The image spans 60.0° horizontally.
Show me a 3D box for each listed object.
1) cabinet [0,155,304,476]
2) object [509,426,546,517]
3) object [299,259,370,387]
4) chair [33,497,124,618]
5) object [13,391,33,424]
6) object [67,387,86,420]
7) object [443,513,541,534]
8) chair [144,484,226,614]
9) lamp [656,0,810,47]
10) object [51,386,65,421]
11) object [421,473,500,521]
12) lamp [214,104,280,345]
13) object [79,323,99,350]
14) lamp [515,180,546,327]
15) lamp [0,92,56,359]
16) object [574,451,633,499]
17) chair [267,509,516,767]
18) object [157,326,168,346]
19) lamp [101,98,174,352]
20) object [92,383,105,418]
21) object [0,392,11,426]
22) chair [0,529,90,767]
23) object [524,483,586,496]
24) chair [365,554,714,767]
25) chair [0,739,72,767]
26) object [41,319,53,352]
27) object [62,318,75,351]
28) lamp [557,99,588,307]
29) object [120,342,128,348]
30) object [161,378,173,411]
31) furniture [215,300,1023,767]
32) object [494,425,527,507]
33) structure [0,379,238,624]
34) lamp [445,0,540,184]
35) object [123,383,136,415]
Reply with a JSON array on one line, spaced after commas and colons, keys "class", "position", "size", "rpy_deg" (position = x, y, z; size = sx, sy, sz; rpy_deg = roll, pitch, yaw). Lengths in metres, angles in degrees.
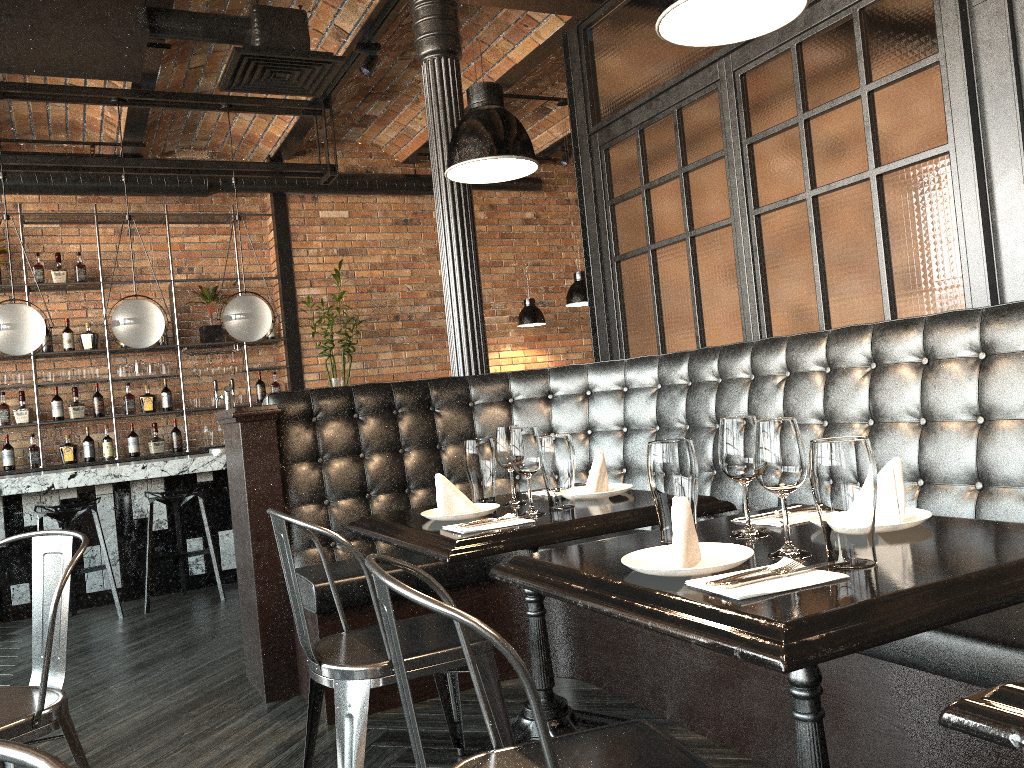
[{"class": "cabinet", "position": [-5.115, -0.133, 6.772], "size": [7.075, 3.779, 0.564], "rpy_deg": [-5, -1, -26]}, {"class": "object", "position": [0.043, 0.242, 2.460], "size": [0.092, 0.244, 0.092], "rpy_deg": [-5, -1, -43]}, {"class": "object", "position": [-1.557, -0.311, 7.962], "size": [0.584, 1.546, 0.673], "rpy_deg": [-6, -1, 12]}, {"class": "chair", "position": [-2.673, 1.070, 5.388], "size": [0.475, 0.737, 0.414], "rpy_deg": [-5, -1, -31]}, {"class": "object", "position": [-4.032, 0.196, 7.313], "size": [0.123, 0.279, 0.123], "rpy_deg": [-5, -1, -13]}, {"class": "object", "position": [-3.680, 0.164, 7.488], "size": [0.123, 0.279, 0.123], "rpy_deg": [-5, -1, -38]}, {"class": "object", "position": [-0.045, 0.363, 2.351], "size": [0.255, 0.019, 0.157], "rpy_deg": [-5, -1, -26]}, {"class": "chair", "position": [-2.120, 1.019, 5.663], "size": [0.475, 0.737, 0.414], "rpy_deg": [-5, -1, -21]}, {"class": "lamp", "position": [0.345, -1.534, 1.735], "size": [0.291, 1.653, 0.291], "rpy_deg": [-6, -1, 19]}, {"class": "object", "position": [-3.816, 0.166, 7.445], "size": [0.086, 0.298, 0.086], "rpy_deg": [-6, -1, 22]}, {"class": "object", "position": [-0.154, 0.322, 2.588], "size": [0.232, 0.139, 0.232], "rpy_deg": [-6, -1, 22]}, {"class": "lamp", "position": [-1.979, -1.154, 6.424], "size": [0.340, 1.754, 0.340], "rpy_deg": [-6, -1, 20]}, {"class": "object", "position": [-3.610, -0.399, 7.573], "size": [0.151, 0.248, 0.094], "rpy_deg": [-6, -1, 2]}, {"class": "lamp", "position": [0.113, -1.399, 8.734], "size": [0.291, 1.653, 0.291], "rpy_deg": [-6, -1, 39]}, {"class": "lamp", "position": [-3.286, -1.035, 5.773], "size": [0.340, 1.754, 0.340], "rpy_deg": [-6, -1, 20]}, {"class": "object", "position": [0.258, 0.285, 2.777], "size": [0.232, 0.139, 0.232], "rpy_deg": [-6, -1, 22]}, {"class": "chair", "position": [-0.336, 0.732, 2.424], "size": [0.558, 0.857, 0.504], "rpy_deg": [-5, -1, -26]}, {"class": "object", "position": [-3.096, -0.472, 7.836], "size": [0.086, 0.297, 0.086], "rpy_deg": [-6, -1, 22]}, {"class": "lamp", "position": [-2.633, -1.095, 6.098], "size": [0.340, 1.754, 0.340], "rpy_deg": [-6, -1, 20]}, {"class": "object", "position": [-3.537, 0.141, 7.579], "size": [0.086, 0.299, 0.086], "rpy_deg": [-6, -1, 22]}, {"class": "object", "position": [-4.161, 0.206, 7.264], "size": [0.083, 0.282, 0.083], "rpy_deg": [-5, -1, -26]}, {"class": "chair", "position": [-1.310, 0.823, 2.122], "size": [0.504, 0.857, 0.558], "rpy_deg": [-6, -1, 29]}, {"class": "object", "position": [0.152, 0.353, 2.976], "size": [0.255, 0.019, 0.157], "rpy_deg": [-5, -1, -31]}, {"class": "chair", "position": [0.088, 0.674, 1.429], "size": [0.558, 0.857, 0.504], "rpy_deg": [-5, -1, -16]}, {"class": "chair", "position": [-0.517, 0.719, 0.467], "size": [0.504, 0.857, 0.558], "rpy_deg": [-6, -1, 14]}, {"class": "object", "position": [-3.904, -0.399, 7.433], "size": [0.086, 0.299, 0.086], "rpy_deg": [-6, -1, 22]}, {"class": "object", "position": [-3.770, -0.411, 7.531], "size": [0.086, 0.298, 0.086], "rpy_deg": [-6, -1, 22]}, {"class": "lamp", "position": [0.494, -1.462, 7.142], "size": [0.291, 1.653, 0.291], "rpy_deg": [-6, -1, 19]}, {"class": "object", "position": [-3.363, -0.447, 7.706], "size": [0.086, 0.299, 0.086], "rpy_deg": [-6, -1, 22]}, {"class": "object", "position": [-3.051, 0.098, 7.833], "size": [0.086, 0.298, 0.086], "rpy_deg": [-6, -1, 22]}, {"class": "furniture", "position": [0.845, 0.429, 1.841], "size": [1.979, 1.212, 5.451], "rpy_deg": [-5, -1, -26]}, {"class": "object", "position": [-0.004, 0.251, 2.737], "size": [0.092, 0.244, 0.092], "rpy_deg": [-5, -1, -10]}, {"class": "structure", "position": [-3.285, 0.798, 6.341], "size": [5.346, 1.430, 1.930], "rpy_deg": [-5, -1, -26]}, {"class": "lamp", "position": [-0.141, -1.470, 2.723], "size": [0.291, 1.653, 0.291], "rpy_deg": [-6, -1, 19]}, {"class": "object", "position": [-3.319, 0.129, 7.684], "size": [0.083, 0.282, 0.083], "rpy_deg": [-5, -1, -41]}]
